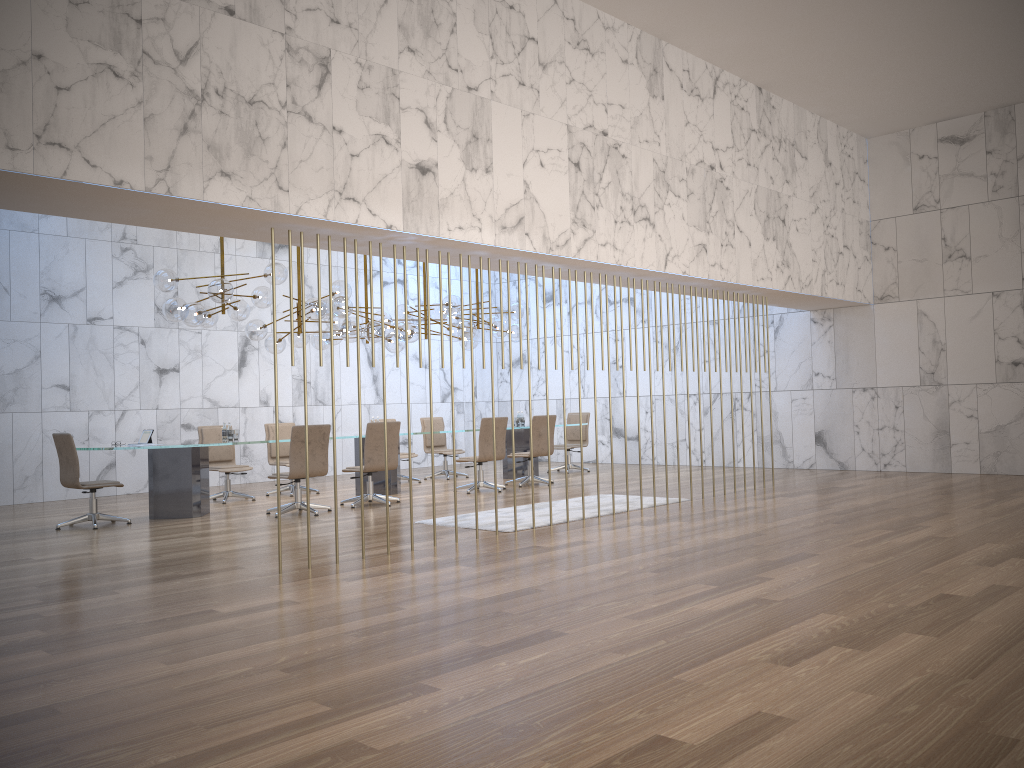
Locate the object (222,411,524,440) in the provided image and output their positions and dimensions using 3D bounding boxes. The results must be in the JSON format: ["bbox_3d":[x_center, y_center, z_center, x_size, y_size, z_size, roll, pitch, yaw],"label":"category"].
[{"bbox_3d":[-1.645,0.553,12.386,0.124,0.213,5.189,-3,-2,44],"label":"object"}]

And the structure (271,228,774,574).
[{"bbox_3d":[0.832,0.105,8.874,0.023,2.456,7.223,-3,-2,44],"label":"structure"}]

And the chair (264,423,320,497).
[{"bbox_3d":[-3.098,1.046,12.439,0.697,1.000,0.726,-3,-2,44],"label":"chair"}]

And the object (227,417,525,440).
[{"bbox_3d":[-1.617,0.600,12.341,0.183,0.117,5.112,-3,-2,44],"label":"object"}]

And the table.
[{"bbox_3d":[-1.842,1.077,12.131,2.092,0.835,7.924,-3,-2,44],"label":"table"}]

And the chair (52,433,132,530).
[{"bbox_3d":[-4.484,1.010,9.415,0.726,1.000,0.697,-3,-2,44],"label":"chair"}]

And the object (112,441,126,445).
[{"bbox_3d":[-4.409,0.661,9.942,0.134,0.037,0.096,-2,-2,22],"label":"object"}]

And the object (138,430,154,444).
[{"bbox_3d":[-4.131,0.590,9.858,0.255,0.159,0.205,-3,-2,44],"label":"object"}]

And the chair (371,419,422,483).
[{"bbox_3d":[-1.815,1.042,13.766,0.697,1.000,0.726,-3,-2,44],"label":"chair"}]

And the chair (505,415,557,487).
[{"bbox_3d":[0.282,0.951,12.719,0.697,1.000,0.726,-3,-2,44],"label":"chair"}]

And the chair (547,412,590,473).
[{"bbox_3d":[0.974,0.991,15.050,0.726,1.000,0.697,-3,-2,44],"label":"chair"}]

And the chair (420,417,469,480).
[{"bbox_3d":[-1.119,1.039,14.485,0.697,1.000,0.726,-3,-2,44],"label":"chair"}]

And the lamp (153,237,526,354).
[{"bbox_3d":[-2.011,-1.733,12.120,1.557,2.716,5.672,-3,-2,44],"label":"lamp"}]

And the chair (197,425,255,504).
[{"bbox_3d":[-3.785,1.048,11.728,0.697,1.000,0.726,-3,-2,44],"label":"chair"}]

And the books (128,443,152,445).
[{"bbox_3d":[-3.983,0.645,9.502,0.126,0.012,0.205,-3,-2,41],"label":"books"}]

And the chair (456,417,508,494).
[{"bbox_3d":[-0.408,0.954,12.005,0.697,1.000,0.726,-3,-2,44],"label":"chair"}]

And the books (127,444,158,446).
[{"bbox_3d":[-3.928,0.647,9.429,0.239,0.012,0.205,-3,-2,31],"label":"books"}]

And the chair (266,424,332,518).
[{"bbox_3d":[-2.389,0.960,9.956,0.697,1.000,0.726,-3,-2,44],"label":"chair"}]

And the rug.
[{"bbox_3d":[0.535,1.345,9.490,1.320,0.034,3.025,-3,-2,43],"label":"rug"}]

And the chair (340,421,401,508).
[{"bbox_3d":[-1.694,0.958,10.675,0.697,1.000,0.726,-3,-2,44],"label":"chair"}]
